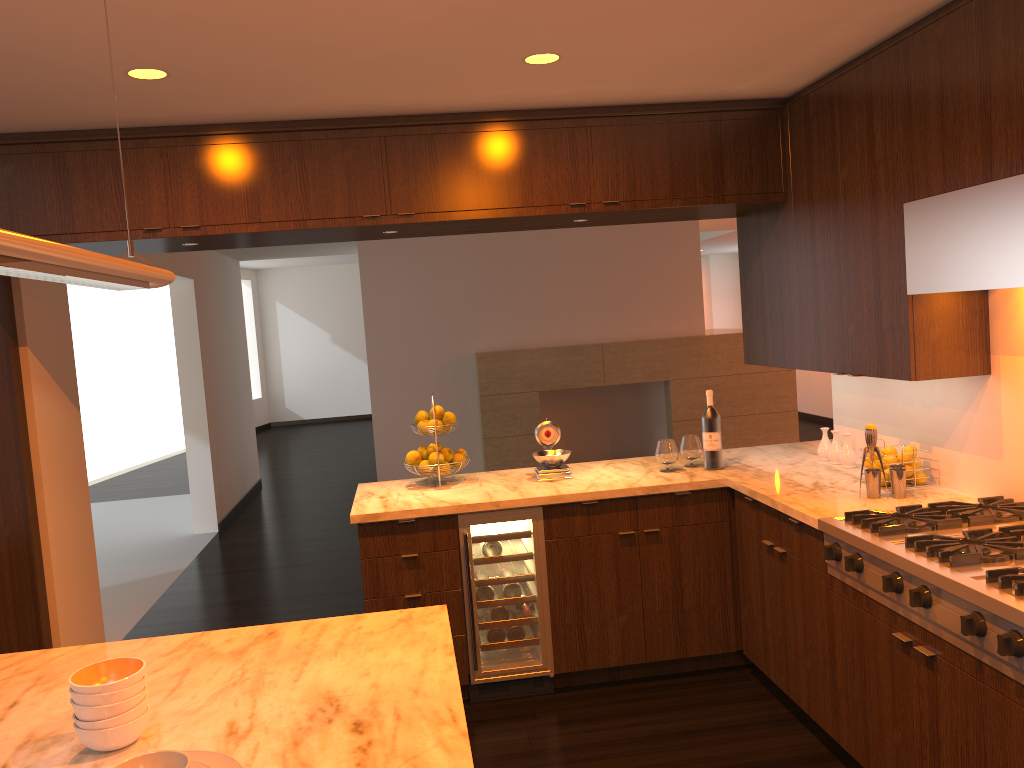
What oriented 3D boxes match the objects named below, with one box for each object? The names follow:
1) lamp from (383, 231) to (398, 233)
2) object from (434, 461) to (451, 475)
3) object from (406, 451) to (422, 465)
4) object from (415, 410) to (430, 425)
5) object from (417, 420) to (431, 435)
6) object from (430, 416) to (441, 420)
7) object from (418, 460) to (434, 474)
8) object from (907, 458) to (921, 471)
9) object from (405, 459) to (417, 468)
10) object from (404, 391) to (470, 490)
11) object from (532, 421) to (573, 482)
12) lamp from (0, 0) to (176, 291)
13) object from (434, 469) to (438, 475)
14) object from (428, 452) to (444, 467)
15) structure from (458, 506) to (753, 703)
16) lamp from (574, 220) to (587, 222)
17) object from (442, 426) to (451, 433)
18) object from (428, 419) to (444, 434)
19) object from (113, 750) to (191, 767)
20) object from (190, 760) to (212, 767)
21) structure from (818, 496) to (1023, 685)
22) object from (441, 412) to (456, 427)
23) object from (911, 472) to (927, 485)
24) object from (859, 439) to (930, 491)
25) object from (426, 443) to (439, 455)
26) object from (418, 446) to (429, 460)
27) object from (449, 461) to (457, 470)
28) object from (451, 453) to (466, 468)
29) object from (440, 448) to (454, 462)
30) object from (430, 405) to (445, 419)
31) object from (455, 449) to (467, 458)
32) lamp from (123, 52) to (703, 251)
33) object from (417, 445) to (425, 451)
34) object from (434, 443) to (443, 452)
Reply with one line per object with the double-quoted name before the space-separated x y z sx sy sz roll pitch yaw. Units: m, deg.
"lamp" -0.558 -0.698 4.068 0.068 0.004 0.068 -6 5 -26
"object" -0.335 0.405 4.290 0.078 0.075 0.078 -6 5 -29
"object" -0.470 0.358 4.265 0.079 0.077 0.068 -7 5 -31
"object" -0.444 0.170 4.392 0.075 0.079 0.077 -4 4 2
"object" -0.423 0.212 4.335 0.077 0.072 0.078 -8 5 -41
"object" -0.372 0.164 4.343 0.061 0.063 0.062 -3 4 17
"object" -0.414 0.401 4.266 0.078 0.076 0.078 -6 4 -20
"object" 1.613 0.325 3.563 0.061 0.054 0.053 -6 4 -18
"object" -0.485 0.375 4.344 0.077 0.077 0.077 -4 4 5
"object" -0.375 0.264 4.343 0.324 0.461 0.324 -1 6 42
"object" 0.190 0.322 4.315 0.191 0.266 0.231 -5 4 -4
"lamp" -0.779 -0.534 0.987 0.120 0.765 2.465 -5 4 -7
"object" -0.355 0.419 4.359 0.062 0.062 0.062 -1 5 37
"object" -0.361 0.360 4.227 0.077 0.074 0.078 -4 4 8
"structure" 1.114 0.969 2.984 3.060 0.862 3.400 -5 4 -7
"lamp" 0.324 -0.770 4.175 0.068 0.004 0.068 -6 5 -26
"object" -0.329 0.204 4.343 0.071 0.072 0.071 -2 5 24
"object" -0.368 0.203 4.276 0.078 0.077 0.077 -4 4 10
"object" -0.615 0.682 1.504 0.138 0.059 0.139 -3 4 19
"object" -0.613 0.703 1.506 0.216 0.025 0.217 -3 4 10
"structure" 1.523 0.465 2.626 0.824 0.422 1.067 -5 4 -7
"object" -0.307 0.170 4.290 0.071 0.074 0.070 -3 4 14
"object" 1.625 0.376 3.543 0.062 0.052 0.053 -6 5 -24
"object" 1.547 0.320 3.594 0.189 0.175 0.207 -5 4 -9
"object" -0.382 0.317 4.269 0.060 0.063 0.062 -4 4 1
"object" -0.420 0.342 4.309 0.077 0.075 0.077 -7 5 -33
"object" -0.292 0.392 4.402 0.072 0.066 0.071 -6 5 -28
"object" -0.261 0.374 4.340 0.073 0.072 0.071 -1 5 37
"object" -0.320 0.346 4.322 0.071 0.072 0.070 -8 6 -43
"object" -0.360 0.139 4.281 0.068 0.072 0.071 -1 5 39
"object" -0.252 0.349 4.392 0.055 0.057 0.056 -1 5 39
"lamp" 0.931 -1.676 8.559 5.868 0.171 16.431 -5 4 -7
"object" -0.435 0.338 4.384 0.067 0.071 0.069 -2 5 29
"object" -0.371 0.312 4.347 0.063 0.059 0.061 -2 5 26
